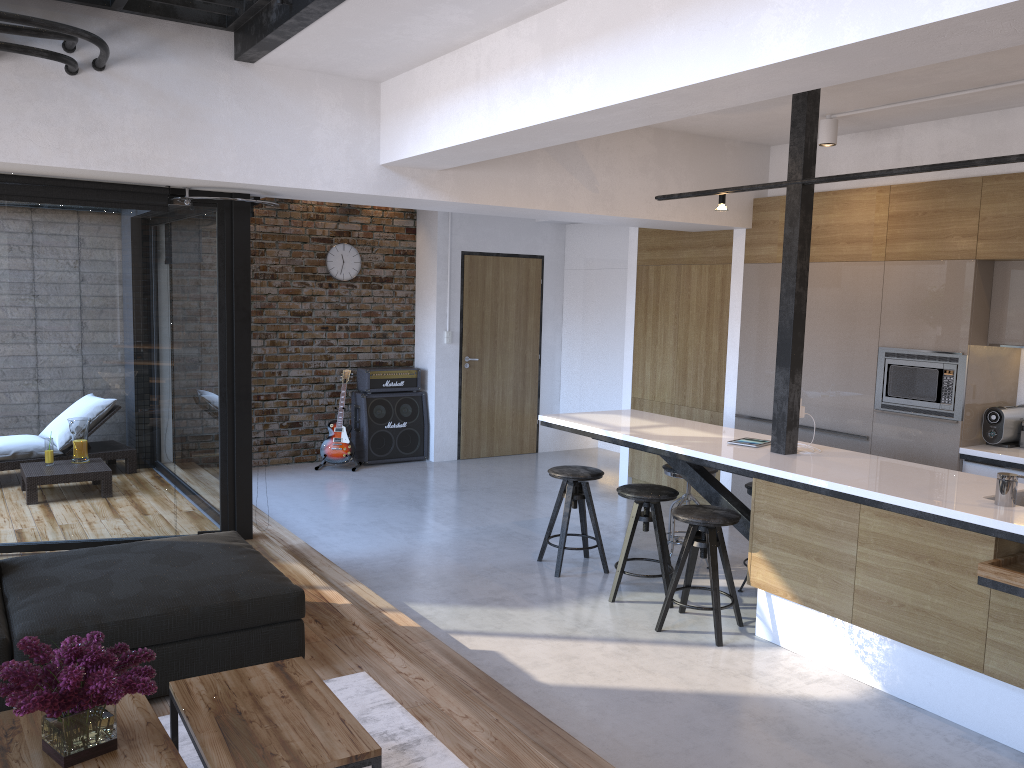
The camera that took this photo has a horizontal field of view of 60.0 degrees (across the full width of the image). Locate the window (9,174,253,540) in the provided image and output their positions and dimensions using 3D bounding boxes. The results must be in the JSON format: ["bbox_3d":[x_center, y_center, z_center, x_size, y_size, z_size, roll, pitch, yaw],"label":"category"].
[{"bbox_3d":[-1.165,-1.214,1.084,5.661,5.577,13.379,-2,7,-33],"label":"window"}]

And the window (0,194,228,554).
[{"bbox_3d":[-2.854,-0.062,4.888,2.448,2.054,0.100,0,7,-16],"label":"window"}]

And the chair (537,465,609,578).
[{"bbox_3d":[0.394,0.852,5.615,0.366,0.631,0.366,-1,7,-18],"label":"chair"}]

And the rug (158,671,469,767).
[{"bbox_3d":[-1.037,1.264,2.288,2.112,0.003,1.634,-2,7,-33],"label":"rug"}]

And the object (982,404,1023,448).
[{"bbox_3d":[3.081,0.256,5.486,0.389,0.248,0.150,-2,8,-32],"label":"object"}]

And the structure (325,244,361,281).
[{"bbox_3d":[-1.654,-1.195,8.699,0.360,0.361,0.040,-2,8,-32],"label":"structure"}]

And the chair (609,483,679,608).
[{"bbox_3d":[0.769,0.913,5.115,0.365,0.631,0.365,3,7,12],"label":"chair"}]

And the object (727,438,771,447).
[{"bbox_3d":[1.361,0.334,5.045,0.187,0.013,0.240,7,8,42],"label":"object"}]

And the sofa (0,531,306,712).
[{"bbox_3d":[-1.783,0.898,2.252,2.998,0.701,3.039,-2,7,-33],"label":"sofa"}]

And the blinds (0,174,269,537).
[{"bbox_3d":[-2.419,-0.127,5.479,1.828,2.056,3.855,3,6,12],"label":"blinds"}]

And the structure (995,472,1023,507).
[{"bbox_3d":[2.177,0.123,3.382,0.392,0.814,0.506,2,7,7],"label":"structure"}]

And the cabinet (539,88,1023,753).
[{"bbox_3d":[2.998,-0.007,3.692,2.473,2.877,9.102,-3,7,-33],"label":"cabinet"}]

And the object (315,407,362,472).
[{"bbox_3d":[-1.667,0.518,8.535,0.389,0.589,0.330,2,7,2],"label":"object"}]

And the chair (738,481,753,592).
[{"bbox_3d":[1.546,0.915,5.259,0.357,0.637,0.357,6,8,36],"label":"chair"}]

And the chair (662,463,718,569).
[{"bbox_3d":[1.149,0.849,5.794,0.358,0.637,0.356,3,7,12],"label":"chair"}]

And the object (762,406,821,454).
[{"bbox_3d":[1.581,0.230,4.955,0.214,0.247,0.416,0,6,-11],"label":"object"}]

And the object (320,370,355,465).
[{"bbox_3d":[-1.656,0.317,8.636,0.330,0.875,0.523,2,6,2],"label":"object"}]

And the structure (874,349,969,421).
[{"bbox_3d":[2.717,-0.010,5.670,0.396,0.398,0.595,-2,7,-33],"label":"structure"}]

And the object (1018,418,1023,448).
[{"bbox_3d":[3.261,0.309,5.360,0.240,0.175,0.547,-2,7,-33],"label":"object"}]

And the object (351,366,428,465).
[{"bbox_3d":[-1.231,0.302,8.948,0.696,0.938,0.357,-3,8,-32],"label":"object"}]

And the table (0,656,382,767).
[{"bbox_3d":[-1.061,1.091,2.243,1.298,0.351,0.696,-2,7,-32],"label":"table"}]

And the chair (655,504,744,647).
[{"bbox_3d":[0.993,0.970,4.619,0.366,0.631,0.366,6,8,32],"label":"chair"}]

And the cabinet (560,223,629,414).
[{"bbox_3d":[1.018,-0.577,8.946,0.020,2.120,1.707,-3,8,-33],"label":"cabinet"}]

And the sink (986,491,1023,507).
[{"bbox_3d":[2.354,0.624,3.624,0.406,0.203,0.705,-2,7,-33],"label":"sink"}]

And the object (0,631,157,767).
[{"bbox_3d":[-1.079,0.746,2.207,0.375,0.343,0.341,-2,7,-31],"label":"object"}]
